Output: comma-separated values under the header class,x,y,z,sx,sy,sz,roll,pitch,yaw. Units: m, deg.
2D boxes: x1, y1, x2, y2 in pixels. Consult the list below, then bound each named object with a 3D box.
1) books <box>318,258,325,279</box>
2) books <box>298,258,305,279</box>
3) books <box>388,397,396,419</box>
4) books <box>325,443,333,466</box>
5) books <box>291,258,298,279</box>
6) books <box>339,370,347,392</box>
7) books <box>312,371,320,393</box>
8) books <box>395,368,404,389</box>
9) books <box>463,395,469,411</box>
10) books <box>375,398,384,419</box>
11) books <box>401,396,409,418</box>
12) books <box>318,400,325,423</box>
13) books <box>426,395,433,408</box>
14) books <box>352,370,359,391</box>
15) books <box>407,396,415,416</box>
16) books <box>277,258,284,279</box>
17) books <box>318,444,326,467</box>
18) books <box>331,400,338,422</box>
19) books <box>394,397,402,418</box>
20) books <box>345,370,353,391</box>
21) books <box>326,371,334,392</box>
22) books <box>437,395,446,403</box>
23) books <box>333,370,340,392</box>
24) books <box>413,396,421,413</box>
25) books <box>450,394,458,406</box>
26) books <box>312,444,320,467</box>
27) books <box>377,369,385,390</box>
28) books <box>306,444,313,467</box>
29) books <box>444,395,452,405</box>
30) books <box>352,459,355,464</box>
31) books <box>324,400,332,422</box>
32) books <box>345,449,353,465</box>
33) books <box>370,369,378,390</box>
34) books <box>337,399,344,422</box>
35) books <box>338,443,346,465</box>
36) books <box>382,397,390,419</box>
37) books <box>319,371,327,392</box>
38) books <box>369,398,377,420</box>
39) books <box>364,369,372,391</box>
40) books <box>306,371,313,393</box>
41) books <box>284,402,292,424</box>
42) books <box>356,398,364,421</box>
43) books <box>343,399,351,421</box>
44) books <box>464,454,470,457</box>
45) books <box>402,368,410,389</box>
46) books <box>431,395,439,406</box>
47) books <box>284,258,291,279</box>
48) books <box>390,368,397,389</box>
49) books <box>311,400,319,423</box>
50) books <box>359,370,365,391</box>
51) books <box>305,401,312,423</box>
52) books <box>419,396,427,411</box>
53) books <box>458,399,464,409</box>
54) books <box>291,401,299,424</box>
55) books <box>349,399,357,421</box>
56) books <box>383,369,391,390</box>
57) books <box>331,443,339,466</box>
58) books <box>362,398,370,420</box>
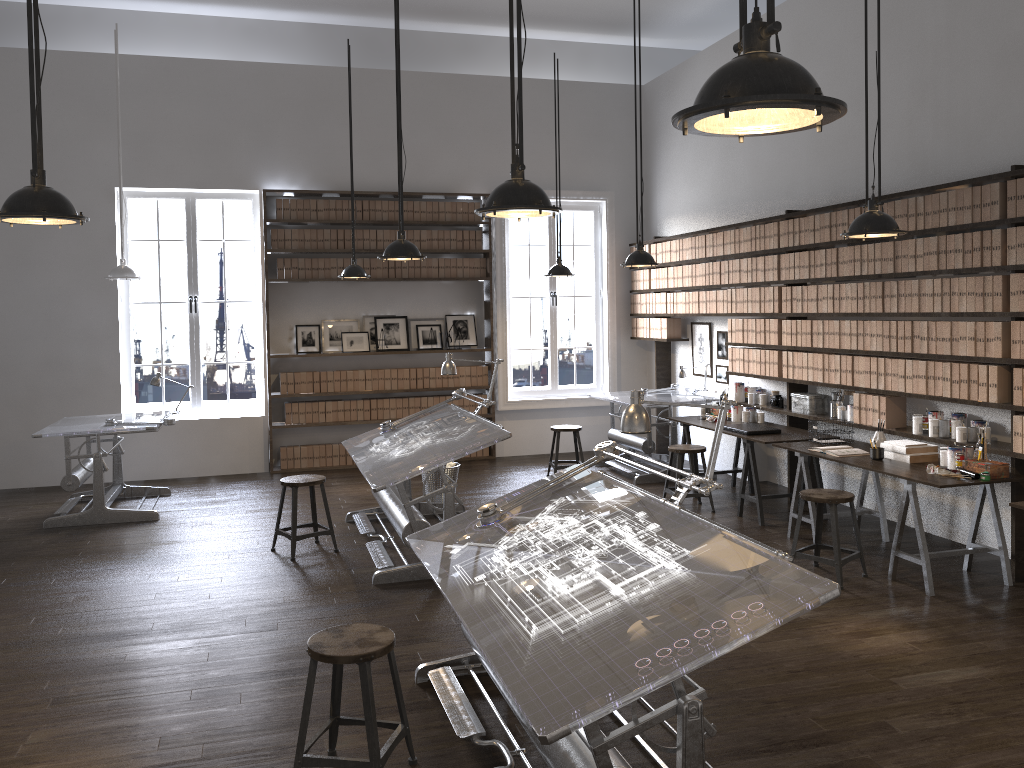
class,x,y,z,sx,sy,sz,roll,pitch,yaw
books,-2.077,-1.251,9.631,0.067,0.225,0.175,-2,3,-16
books,-2.278,-1.242,9.574,0.067,0.225,0.175,-2,3,-16
books,-1.341,0.267,9.885,0.067,0.225,0.175,-2,3,-16
books,-2.009,0.775,9.708,0.067,0.225,0.175,-2,3,-16
books,-2.348,-1.240,9.559,0.067,0.225,0.175,-2,3,-16
books,-1.857,-0.034,9.731,0.067,0.225,0.175,-2,3,-16
books,-2.132,-0.022,9.647,0.067,0.225,0.175,-2,3,-16
books,-1.256,-0.058,9.898,0.067,0.225,0.175,-2,3,-16
books,-0.538,0.233,10.113,0.067,0.225,0.175,-2,3,-16
books,-1.474,0.272,9.850,0.067,0.225,0.175,-2,3,-16
books,-1.207,0.261,9.925,0.067,0.225,0.175,-2,3,-16
books,-2.079,0.297,9.670,0.067,0.225,0.175,-2,3,-16
books,-0.935,0.250,10.002,0.067,0.225,0.175,-2,3,-16
books,-1.728,-0.039,9.767,0.067,0.225,0.175,-2,3,-16
books,-1.135,0.258,9.945,0.067,0.225,0.175,-2,3,-16
books,-2.491,-1.234,9.518,0.067,0.225,0.175,-2,3,-16
books,-2.077,0.778,9.688,0.067,0.225,0.175,-2,3,-16
books,-1.950,0.292,9.711,0.067,0.225,0.175,-2,3,-16
books,-1.275,0.263,9.908,0.067,0.225,0.175,-2,3,-16
books,-1.791,-0.036,9.744,0.067,0.225,0.175,-2,3,-16
books,-1.992,-0.028,9.688,0.067,0.225,0.175,-2,3,-16
books,-0.801,0.244,10.042,0.067,0.225,0.175,-2,3,-16
books,-1.925,-0.031,9.711,0.067,0.225,0.175,-2,3,-16
books,-1.073,0.256,9.958,0.067,0.225,0.175,-2,3,-16
books,-0.664,0.238,10.080,0.067,0.225,0.175,-2,3,-16
books,-2.141,0.781,9.664,0.067,0.225,0.175,-2,3,-16
books,-1.464,-0.050,9.845,0.067,0.225,0.175,-2,3,-16
books,-2.206,0.784,9.650,0.067,0.225,0.175,-2,3,-16
books,-0.733,0.241,10.058,0.067,0.225,0.175,-2,3,-16
books,-1.730,0.764,9.788,0.067,0.225,0.175,-2,3,-16
books,-2.010,0.295,9.692,0.067,0.225,0.175,-2,3,-16
books,-1.799,0.767,9.763,0.067,0.225,0.175,-2,3,-16
books,-1.530,-0.047,9.824,0.067,0.225,0.175,-2,3,-16
books,-1.885,0.290,9.725,0.067,0.225,0.175,-2,3,-16
books,-1.873,0.770,9.747,0.067,0.225,0.175,-2,3,-16
books,-1.409,0.270,9.862,0.067,0.225,0.175,-2,3,-16
books,-2.062,-0.025,9.673,0.067,0.225,0.175,-2,3,-16
books,-1.544,0.275,9.824,0.067,0.225,0.175,-2,3,-16
books,-1.597,-0.044,9.801,0.067,0.225,0.175,-2,3,-16
books,-2.205,-0.019,9.631,0.067,0.225,0.175,-2,3,-16
books,-2.420,0.312,9.571,0.067,0.225,0.175,-2,3,-16
books,-1.685,0.281,9.784,0.067,0.225,0.175,-2,3,-16
books,-1.822,0.286,9.749,0.067,0.225,0.175,-2,3,-16
books,-0.536,0.714,10.132,0.067,0.225,0.175,-2,3,-16
books,-1.196,-0.061,9.919,0.067,0.225,0.175,-2,3,-16
books,-0.869,0.247,10.025,0.067,0.225,0.175,-2,3,-16
books,-2.418,-1.237,9.533,0.067,0.225,0.175,-2,3,-16
books,-1.325,-0.056,9.878,0.067,0.225,0.175,-2,3,-16
books,-2.148,0.300,9.654,0.067,0.225,0.175,-2,3,-16
books,-1.667,-0.042,9.783,0.067,0.225,0.175,-2,3,-16
books,-2.216,0.303,9.637,0.067,0.225,0.175,-2,3,-16
books,-1.004,0.253,9.978,0.067,0.225,0.175,-2,3,-16
books,-0.604,0.236,10.099,0.067,0.225,0.175,-2,3,-16
books,-2.350,0.309,9.591,0.067,0.225,0.175,-2,3,-16
books,-1.754,0.284,9.769,0.067,0.225,0.175,-2,3,-16
books,-1.396,-0.053,9.861,0.067,0.225,0.175,-2,3,-16
books,-1.940,0.773,9.723,0.067,0.225,0.175,-2,3,-16
books,-1.618,0.278,9.809,0.067,0.225,0.175,-2,3,-16
